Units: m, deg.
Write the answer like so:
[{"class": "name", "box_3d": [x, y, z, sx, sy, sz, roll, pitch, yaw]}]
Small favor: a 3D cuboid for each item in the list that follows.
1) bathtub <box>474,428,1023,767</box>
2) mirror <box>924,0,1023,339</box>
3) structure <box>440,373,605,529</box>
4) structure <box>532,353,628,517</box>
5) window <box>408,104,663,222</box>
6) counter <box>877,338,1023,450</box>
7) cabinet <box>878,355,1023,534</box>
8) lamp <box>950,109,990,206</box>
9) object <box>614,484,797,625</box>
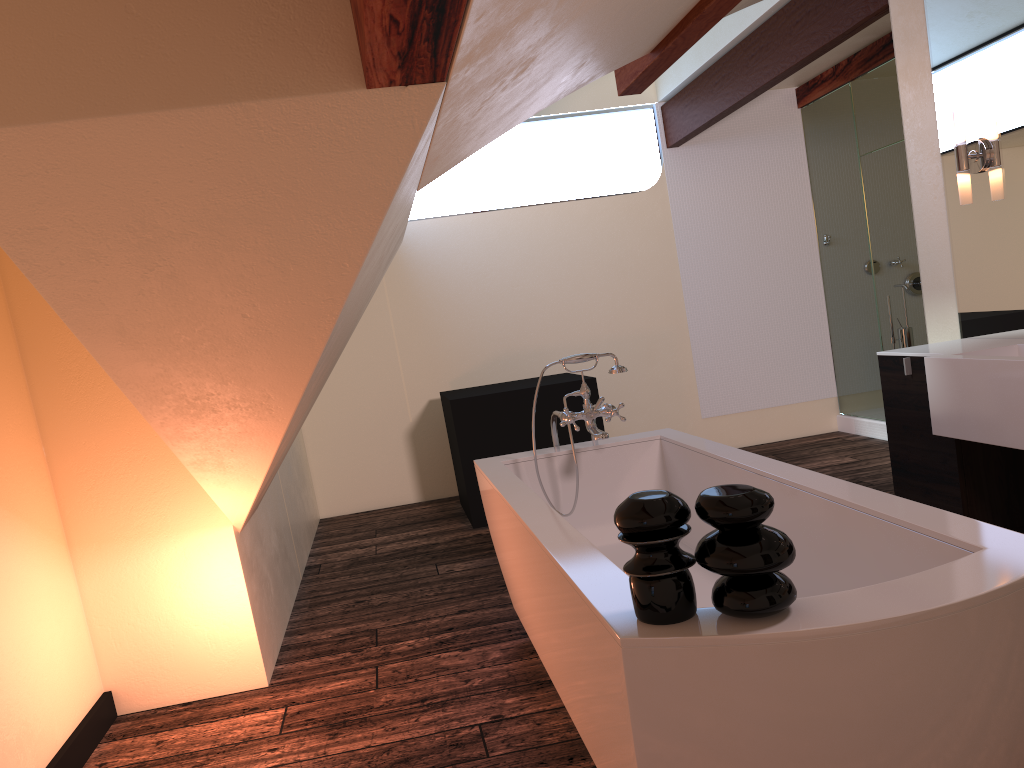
[{"class": "bathtub", "box_3d": [0.462, 0.663, 2.445, 0.798, 0.697, 2.209, -10, 5, -8]}, {"class": "mirror", "box_3d": [1.858, -1.013, 1.763, 0.011, 1.851, 3.224, -10, 5, -8]}, {"class": "structure", "box_3d": [0.074, 0.433, 5.564, 0.868, 0.864, 0.798, -10, 6, -8]}, {"class": "structure", "box_3d": [0.313, 0.425, 3.365, 0.384, 1.125, 0.551, -8, 6, 7]}, {"class": "window", "box_3d": [0.292, -1.582, 4.424, 2.105, 0.679, 3.507, -10, 5, -8]}, {"class": "counter", "box_3d": [1.701, 0.037, 2.519, 0.442, 0.297, 1.850, -10, 5, -8]}, {"class": "cabinet", "box_3d": [1.780, 0.353, 2.561, 0.385, 0.927, 1.850, -10, 5, -8]}, {"class": "lamp", "box_3d": [1.625, -0.900, 3.166, 0.083, 0.367, 0.131, -10, 7, -8]}, {"class": "object", "box_3d": [0.313, 0.299, 1.429, 0.276, 0.230, 0.155, -7, 6, 22]}]
